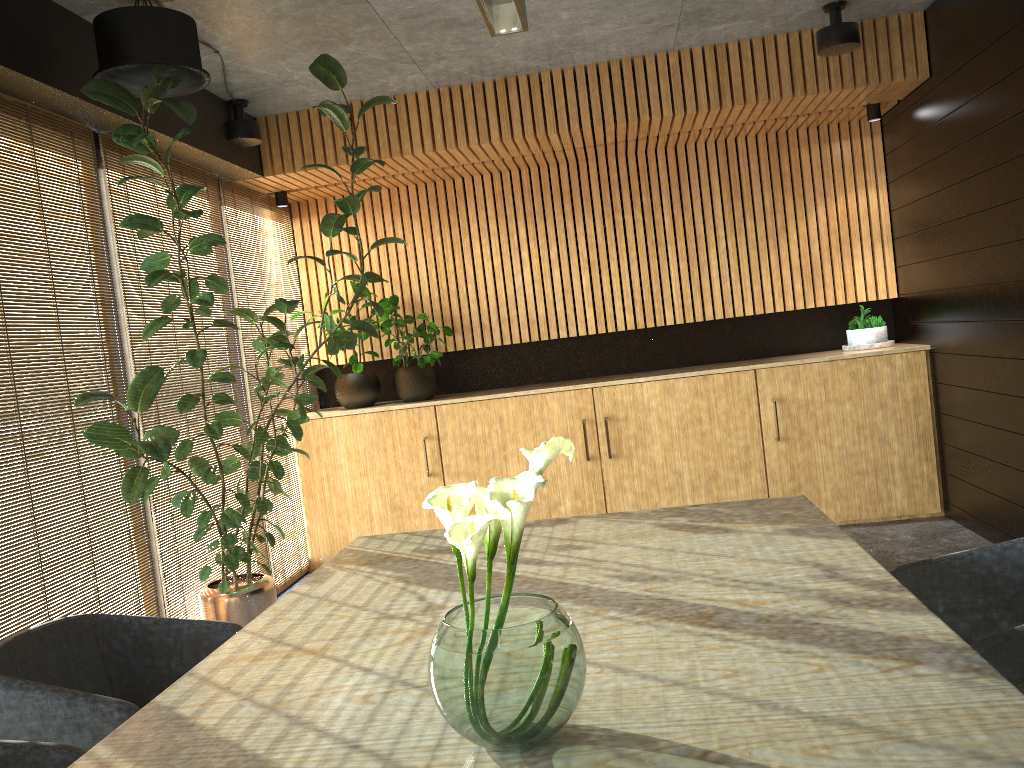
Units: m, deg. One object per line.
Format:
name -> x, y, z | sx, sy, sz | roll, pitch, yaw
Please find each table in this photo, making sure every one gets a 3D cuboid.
table -> 0.068, 1.118, 1.670 | 1.816, 0.927, 3.932 | -7, 3, 7

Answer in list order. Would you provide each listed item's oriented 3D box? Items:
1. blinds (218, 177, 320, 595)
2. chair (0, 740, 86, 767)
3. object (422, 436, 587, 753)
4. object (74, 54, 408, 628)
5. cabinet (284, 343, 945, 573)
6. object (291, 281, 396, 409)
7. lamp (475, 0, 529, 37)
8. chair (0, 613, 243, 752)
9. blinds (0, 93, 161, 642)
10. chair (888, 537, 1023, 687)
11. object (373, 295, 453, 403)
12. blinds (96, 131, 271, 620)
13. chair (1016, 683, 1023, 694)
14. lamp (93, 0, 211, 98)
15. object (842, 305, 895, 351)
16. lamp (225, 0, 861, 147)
blinds -> -1.811, -0.015, 7.074 | 0.039, 3.038, 1.422 | -7, 3, 7
chair -> -1.272, 1.265, 1.842 | 0.761, 0.944, 0.706 | -7, 3, 7
object -> -0.022, 0.388, 1.657 | 0.295, 0.546, 0.322 | -6, 3, 17
object -> -1.626, -0.018, 5.029 | 1.875, 3.266, 1.958 | -10, 4, -44
cabinet -> 0.727, 0.601, 7.206 | 4.954, 1.272, 1.006 | -7, 3, 7
object -> -1.369, -0.322, 7.316 | 0.640, 1.054, 0.666 | -9, 4, -41
lamp -> -0.287, -1.584, 1.556 | 0.151, 0.618, 4.009 | -7, 3, 7
chair -> -1.163, 1.209, 2.734 | 0.761, 0.944, 0.706 | -7, 3, 7
blinds -> -2.169, 0.170, 4.140 | 0.039, 3.038, 1.422 | -7, 3, 7
chair -> 1.400, 0.915, 2.403 | 0.761, 0.944, 0.706 | -7, 3, 7
object -> -0.854, -0.293, 7.240 | 0.679, 0.880, 0.512 | -6, 3, 11
blinds -> -1.989, 0.077, 5.620 | 0.039, 3.038, 1.422 | -7, 3, 7
chair -> 1.291, 0.971, 1.511 | 0.761, 0.944, 0.706 | -7, 3, 7
lamp -> -1.702, -1.624, 4.136 | 0.513, 0.497, 0.513 | -8, 3, -22
object -> 2.781, -0.450, 6.961 | 0.384, 0.347, 0.384 | -5, 3, 30
lamp -> 0.087, -2.006, 5.767 | 4.179, 0.294, 0.257 | -7, 3, 7
